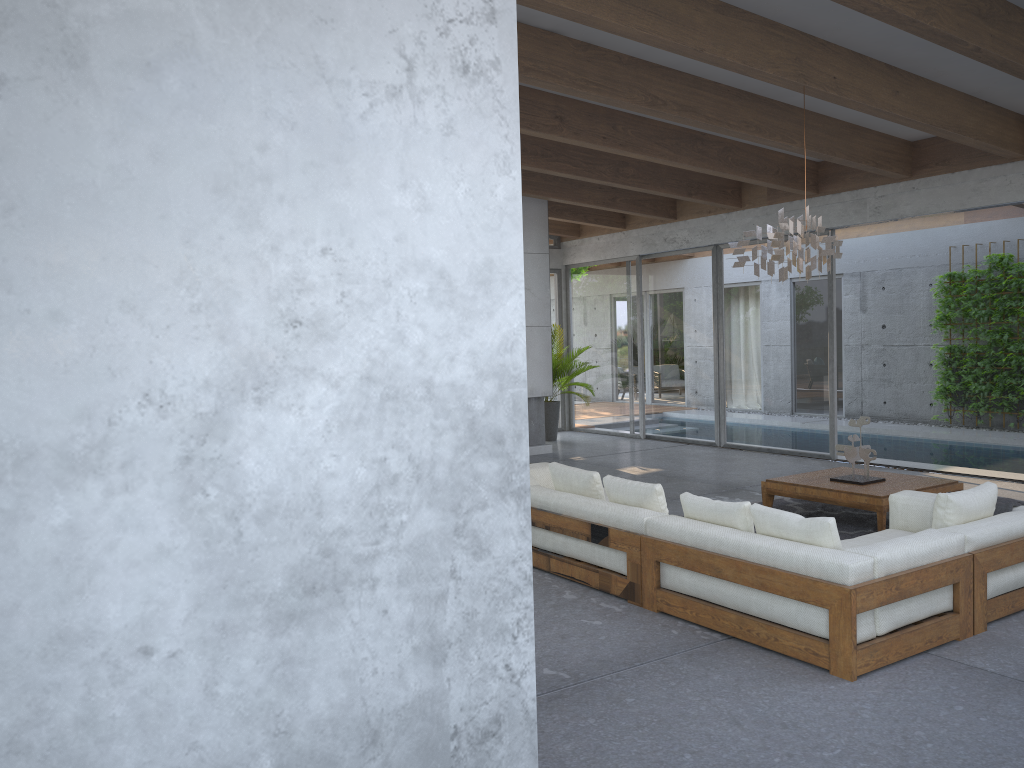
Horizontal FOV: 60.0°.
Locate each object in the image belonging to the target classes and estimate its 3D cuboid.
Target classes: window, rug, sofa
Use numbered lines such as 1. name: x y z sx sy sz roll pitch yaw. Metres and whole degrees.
1. window: 2.814 -0.732 6.732 14.294 3.764 23.280 -4 4 -33
2. rug: 2.296 1.118 6.862 3.186 0.056 2.187 -4 4 -33
3. sofa: 1.296 0.916 6.020 1.965 0.777 3.733 -4 4 -33

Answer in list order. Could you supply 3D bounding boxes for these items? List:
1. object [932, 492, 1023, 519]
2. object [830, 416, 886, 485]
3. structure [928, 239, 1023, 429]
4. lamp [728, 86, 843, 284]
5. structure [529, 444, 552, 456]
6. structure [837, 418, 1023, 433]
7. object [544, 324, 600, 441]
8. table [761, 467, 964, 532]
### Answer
1. object: 2.717 1.025 5.225 0.857 0.704 0.472 -4 4 -37
2. object: 2.745 0.512 7.098 0.346 0.518 0.379 -4 4 -33
3. structure: 7.252 -0.496 8.563 2.739 2.687 10.282 -3 3 -16
4. lamp: 1.960 -1.420 6.371 0.862 1.400 0.636 -1 3 14
5. structure: -0.904 0.668 12.361 2.012 0.595 2.203 -4 4 -33
6. structure: 7.529 0.702 12.397 0.477 0.068 13.673 -4 4 -33
7. object: 0.555 -0.053 13.414 1.484 1.819 1.798 -3 3 -26
8. table: 2.792 0.945 7.116 1.048 0.352 1.112 -4 4 -33
